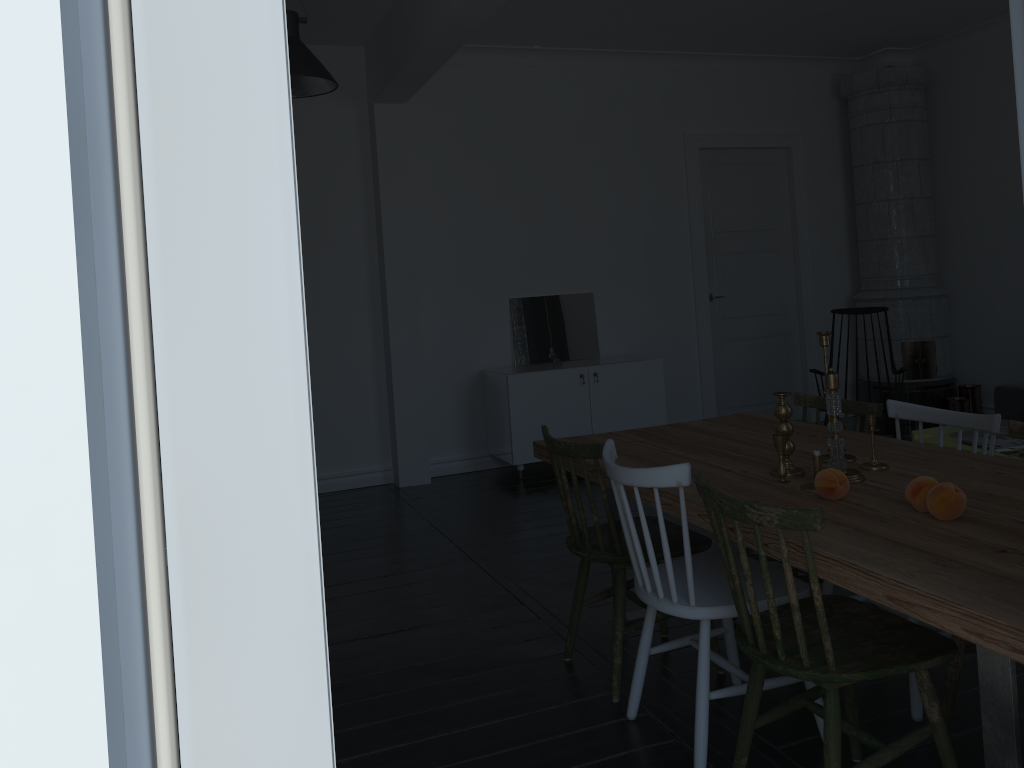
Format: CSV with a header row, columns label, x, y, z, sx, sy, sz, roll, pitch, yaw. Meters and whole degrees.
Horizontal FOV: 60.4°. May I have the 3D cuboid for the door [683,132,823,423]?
label,x,y,z,sx,sy,sz,roll,pitch,yaw
door,2.006,-0.863,7.371,1.173,2.475,0.115,-4,0,-20

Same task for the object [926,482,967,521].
label,x,y,z,sx,sy,sz,roll,pitch,yaw
object,1.027,0.278,2.083,0.084,0.090,0.088,-5,3,-30

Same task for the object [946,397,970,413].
label,x,y,z,sx,sy,sz,roll,pitch,yaw
object,3.539,0.216,6.981,0.172,0.199,0.174,-5,3,-30

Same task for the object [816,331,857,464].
label,x,y,z,sx,sy,sz,roll,pitch,yaw
object,1.016,0.039,2.789,0.113,0.411,0.114,-4,0,32

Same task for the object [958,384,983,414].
label,x,y,z,sx,sy,sz,roll,pitch,yaw
object,3.689,0.153,7.082,0.176,0.281,0.173,-4,2,-20

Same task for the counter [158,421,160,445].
label,x,y,z,sx,sy,sz,roll,pitch,yaw
counter,-1.070,0.330,2.111,0.849,0.073,3.107,-6,7,-20

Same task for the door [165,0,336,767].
label,x,y,z,sx,sy,sz,roll,pitch,yaw
door,-0.182,0.224,0.602,0.105,2.026,0.584,-4,0,-26

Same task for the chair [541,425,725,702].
label,x,y,z,sx,sy,sz,roll,pitch,yaw
chair,0.393,0.558,3.017,0.487,0.827,0.467,-4,1,-22

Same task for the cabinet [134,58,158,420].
label,x,y,z,sx,sy,sz,roll,pitch,yaw
cabinet,-1.235,-0.037,2.408,0.782,2.365,3.800,-4,4,-16

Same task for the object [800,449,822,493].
label,x,y,z,sx,sy,sz,roll,pitch,yaw
object,0.851,0.237,2.449,0.102,0.114,0.102,-6,3,-34

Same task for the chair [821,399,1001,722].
label,x,y,z,sx,sy,sz,roll,pitch,yaw
chair,1.292,0.509,2.839,0.511,0.842,0.466,-4,1,-20

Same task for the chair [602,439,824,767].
label,x,y,z,sx,sy,sz,roll,pitch,yaw
chair,0.548,0.591,2.551,0.511,0.842,0.466,-4,1,-20

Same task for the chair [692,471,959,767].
label,x,y,z,sx,sy,sz,roll,pitch,yaw
chair,0.751,0.634,2.113,0.487,0.827,0.467,-4,1,-22

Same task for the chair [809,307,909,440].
label,x,y,z,sx,sy,sz,roll,pitch,yaw
chair,2.380,0.002,5.999,0.610,1.004,0.911,-3,3,25

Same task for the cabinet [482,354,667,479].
label,x,y,z,sx,sy,sz,roll,pitch,yaw
cabinet,0.468,0.221,6.405,1.204,0.735,0.590,-6,3,-20

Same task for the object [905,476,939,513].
label,x,y,z,sx,sy,sz,roll,pitch,yaw
object,1.015,0.271,2.166,0.091,0.088,0.084,-4,3,6

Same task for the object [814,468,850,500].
label,x,y,z,sx,sy,sz,roll,pitch,yaw
object,0.849,0.266,2.340,0.084,0.084,0.089,-4,3,-8

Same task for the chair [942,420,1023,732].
label,x,y,z,sx,sy,sz,roll,pitch,yaw
chair,1.448,0.558,2.373,0.487,0.827,0.467,-4,1,-22

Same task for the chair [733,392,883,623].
label,x,y,z,sx,sy,sz,roll,pitch,yaw
chair,1.090,0.482,3.277,0.487,0.827,0.467,-4,1,-22

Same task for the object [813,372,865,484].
label,x,y,z,sx,sy,sz,roll,pitch,yaw
object,0.935,0.122,2.547,0.140,0.311,0.140,-4,1,22

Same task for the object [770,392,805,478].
label,x,y,z,sx,sy,sz,roll,pitch,yaw
object,0.819,0.150,2.643,0.100,0.247,0.101,-4,1,3

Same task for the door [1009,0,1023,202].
label,x,y,z,sx,sy,sz,roll,pitch,yaw
door,0.875,0.108,0.999,0.105,2.026,0.585,-4,0,-14

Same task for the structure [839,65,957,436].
label,x,y,z,sx,sy,sz,roll,pitch,yaw
structure,3.146,-1.133,7.220,0.776,2.890,1.275,-4,1,25

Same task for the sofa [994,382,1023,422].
label,x,y,z,sx,sy,sz,roll,pitch,yaw
sofa,3.981,0.173,4.735,1.087,0.721,2.378,-5,6,-20

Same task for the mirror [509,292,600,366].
label,x,y,z,sx,sy,sz,roll,pitch,yaw
mirror,0.327,-0.422,6.675,0.698,0.503,0.054,-5,0,-20

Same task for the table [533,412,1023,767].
label,x,y,z,sx,sy,sz,roll,pitch,yaw
table,0.968,0.619,2.603,1.021,0.714,2.232,-5,6,-20

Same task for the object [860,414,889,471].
label,x,y,z,sx,sy,sz,roll,pitch,yaw
object,1.085,0.173,2.648,0.080,0.160,0.080,-3,1,27

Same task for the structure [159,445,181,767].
label,x,y,z,sx,sy,sz,roll,pitch,yaw
structure,-1.249,0.634,2.470,0.724,1.019,0.700,-5,2,-20

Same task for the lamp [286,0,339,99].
label,x,y,z,sx,sy,sz,roll,pitch,yaw
lamp,-0.882,-1.588,3.329,0.386,0.939,0.385,-4,1,-12

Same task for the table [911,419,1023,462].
label,x,y,z,sx,sy,sz,roll,pitch,yaw
table,2.701,0.480,4.217,0.602,0.398,1.404,-5,6,-20

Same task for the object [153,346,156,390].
label,x,y,z,sx,sy,sz,roll,pitch,yaw
object,-1.452,-0.004,3.355,0.354,0.370,0.205,-5,1,-20

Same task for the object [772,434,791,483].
label,x,y,z,sx,sy,sz,roll,pitch,yaw
object,0.782,0.217,2.557,0.049,0.139,0.049,-4,0,-20
